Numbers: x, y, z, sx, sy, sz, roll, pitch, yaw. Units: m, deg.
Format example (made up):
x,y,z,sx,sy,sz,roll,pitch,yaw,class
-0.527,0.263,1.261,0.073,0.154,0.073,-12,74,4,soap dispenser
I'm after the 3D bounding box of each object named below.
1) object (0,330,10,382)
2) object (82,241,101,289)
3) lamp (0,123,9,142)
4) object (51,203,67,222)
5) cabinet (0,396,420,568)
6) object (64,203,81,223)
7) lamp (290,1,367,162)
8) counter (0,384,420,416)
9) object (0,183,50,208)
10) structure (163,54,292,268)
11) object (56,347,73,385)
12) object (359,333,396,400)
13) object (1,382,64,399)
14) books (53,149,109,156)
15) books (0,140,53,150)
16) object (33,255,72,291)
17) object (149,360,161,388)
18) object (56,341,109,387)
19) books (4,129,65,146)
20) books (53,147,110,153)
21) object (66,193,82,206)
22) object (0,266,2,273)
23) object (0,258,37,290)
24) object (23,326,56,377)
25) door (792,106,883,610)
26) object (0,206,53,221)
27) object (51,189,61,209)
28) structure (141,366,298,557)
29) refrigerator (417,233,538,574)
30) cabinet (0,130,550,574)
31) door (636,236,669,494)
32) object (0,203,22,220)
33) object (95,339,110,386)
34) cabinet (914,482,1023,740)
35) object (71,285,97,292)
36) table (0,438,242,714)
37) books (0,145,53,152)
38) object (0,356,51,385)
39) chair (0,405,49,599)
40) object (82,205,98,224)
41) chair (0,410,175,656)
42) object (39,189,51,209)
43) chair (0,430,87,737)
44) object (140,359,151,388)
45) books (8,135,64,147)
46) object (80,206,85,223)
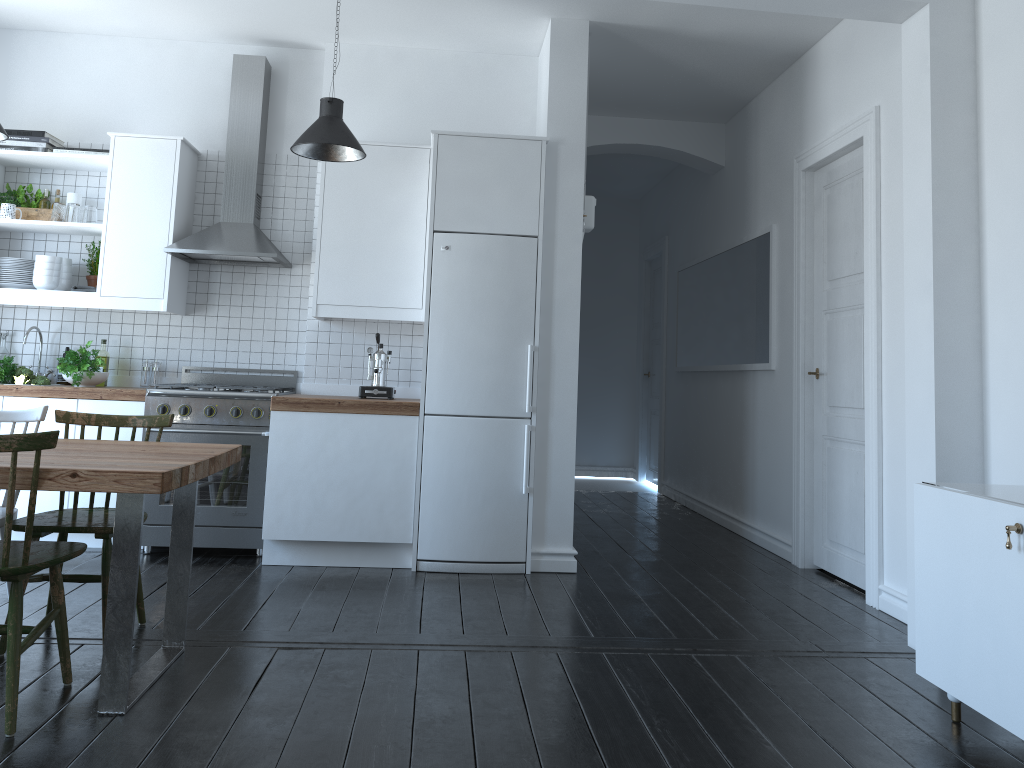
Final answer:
x,y,z,sx,sy,sz,roll,pitch,yaw,class
-3.088,-0.169,5.325,0.098,0.321,0.097,3,-6,-4,object
-2.518,-0.718,5.385,0.165,0.370,0.169,-1,-6,32,object
-3.900,-1.012,4.331,2.699,2.542,0.486,3,-6,-4,lamp
-2.670,-1.005,5.193,0.086,0.121,0.085,1,-4,19,object
-2.084,0.506,5.021,3.183,0.825,0.722,2,-3,4,cabinet
-2.584,-1.002,5.184,0.086,0.121,0.085,1,-4,19,object
-0.925,-1.659,4.584,0.385,0.951,0.381,2,-5,4,lamp
-2.069,0.070,5.011,3.097,0.074,0.841,2,0,-4,counter
-3.023,-1.099,5.363,0.346,0.257,0.162,3,-4,-14,object
-1.660,-1.397,5.361,0.633,1.321,0.523,3,-5,-4,structure
-2.707,-0.109,5.344,0.084,0.233,0.085,7,-7,-39,object
-0.765,-0.100,5.045,0.206,0.374,0.350,3,-3,-5,object
-2.844,0.054,5.090,0.371,0.112,0.351,2,0,-4,object
-2.574,-1.373,5.378,0.350,0.038,0.259,2,0,-5,books
-2.951,-1.429,5.349,0.328,0.031,0.258,2,0,-6,books
-2.735,-0.652,5.246,0.149,0.219,0.307,3,-2,-7,object
-2.173,-0.061,5.366,0.059,0.175,0.058,1,-6,9,object
-2.483,-0.119,5.094,0.271,0.272,0.336,3,-2,-14,object
-2.950,-1.495,5.364,0.325,0.038,0.257,2,0,-2,books
-2.575,-1.400,5.390,0.341,0.016,0.273,2,0,-3,books
-2.694,-1.058,5.406,0.085,0.225,0.084,2,-6,3,object
-3.054,-0.623,5.098,0.210,0.136,0.101,2,-4,8,object
-2.972,-0.651,5.281,0.300,0.197,0.303,2,-2,-3,object
-2.819,-0.165,5.261,0.188,0.357,0.273,5,-5,-28,object
1.806,-0.171,4.849,0.116,2.505,1.030,3,-5,-5,door
-2.952,-1.009,5.359,0.392,0.104,0.152,2,-2,-4,object
-2.797,-1.079,5.409,0.056,0.236,0.055,2,-6,-2,object
-1.679,0.419,5.068,0.700,1.032,0.715,3,-4,-4,structure
-0.201,0.086,5.032,0.576,1.824,0.673,3,-6,-5,refrigerator
-1.733,-0.264,5.105,3.788,2.402,0.771,2,-6,-1,cabinet
1.468,-0.208,9.001,0.116,2.505,1.060,3,-5,-5,door
-2.955,-1.007,5.187,0.108,0.101,0.082,3,-4,-15,object
-2.478,-0.129,5.323,0.066,0.286,0.065,3,-6,-9,object
1.630,0.711,2.331,0.589,0.743,1.192,3,-2,-5,cabinet
-2.524,-0.555,5.234,0.245,0.043,0.275,2,0,-12,object
-2.162,0.564,2.902,2.225,0.725,1.011,2,-2,-4,table
-2.942,-1.391,5.355,0.351,0.044,0.258,2,0,-2,books
-2.863,-0.037,5.034,0.467,0.311,0.282,3,-3,-32,object
-2.095,0.502,3.321,0.466,0.853,0.505,3,-5,-5,chair
-2.511,-0.999,5.243,0.085,0.121,0.086,5,-5,-36,object
-1.605,0.530,3.340,0.467,0.838,0.481,3,-5,-6,chair
-2.844,-1.077,5.362,0.060,0.228,0.059,5,-6,-21,object
-1.547,0.536,2.602,0.467,0.837,0.481,3,-5,-6,chair
-2.237,-0.064,5.382,0.059,0.175,0.058,1,-6,9,object
-2.940,-1.460,5.365,0.351,0.031,0.286,2,0,-4,books
-2.592,-1.002,5.273,0.085,0.121,0.086,5,-5,-36,object
